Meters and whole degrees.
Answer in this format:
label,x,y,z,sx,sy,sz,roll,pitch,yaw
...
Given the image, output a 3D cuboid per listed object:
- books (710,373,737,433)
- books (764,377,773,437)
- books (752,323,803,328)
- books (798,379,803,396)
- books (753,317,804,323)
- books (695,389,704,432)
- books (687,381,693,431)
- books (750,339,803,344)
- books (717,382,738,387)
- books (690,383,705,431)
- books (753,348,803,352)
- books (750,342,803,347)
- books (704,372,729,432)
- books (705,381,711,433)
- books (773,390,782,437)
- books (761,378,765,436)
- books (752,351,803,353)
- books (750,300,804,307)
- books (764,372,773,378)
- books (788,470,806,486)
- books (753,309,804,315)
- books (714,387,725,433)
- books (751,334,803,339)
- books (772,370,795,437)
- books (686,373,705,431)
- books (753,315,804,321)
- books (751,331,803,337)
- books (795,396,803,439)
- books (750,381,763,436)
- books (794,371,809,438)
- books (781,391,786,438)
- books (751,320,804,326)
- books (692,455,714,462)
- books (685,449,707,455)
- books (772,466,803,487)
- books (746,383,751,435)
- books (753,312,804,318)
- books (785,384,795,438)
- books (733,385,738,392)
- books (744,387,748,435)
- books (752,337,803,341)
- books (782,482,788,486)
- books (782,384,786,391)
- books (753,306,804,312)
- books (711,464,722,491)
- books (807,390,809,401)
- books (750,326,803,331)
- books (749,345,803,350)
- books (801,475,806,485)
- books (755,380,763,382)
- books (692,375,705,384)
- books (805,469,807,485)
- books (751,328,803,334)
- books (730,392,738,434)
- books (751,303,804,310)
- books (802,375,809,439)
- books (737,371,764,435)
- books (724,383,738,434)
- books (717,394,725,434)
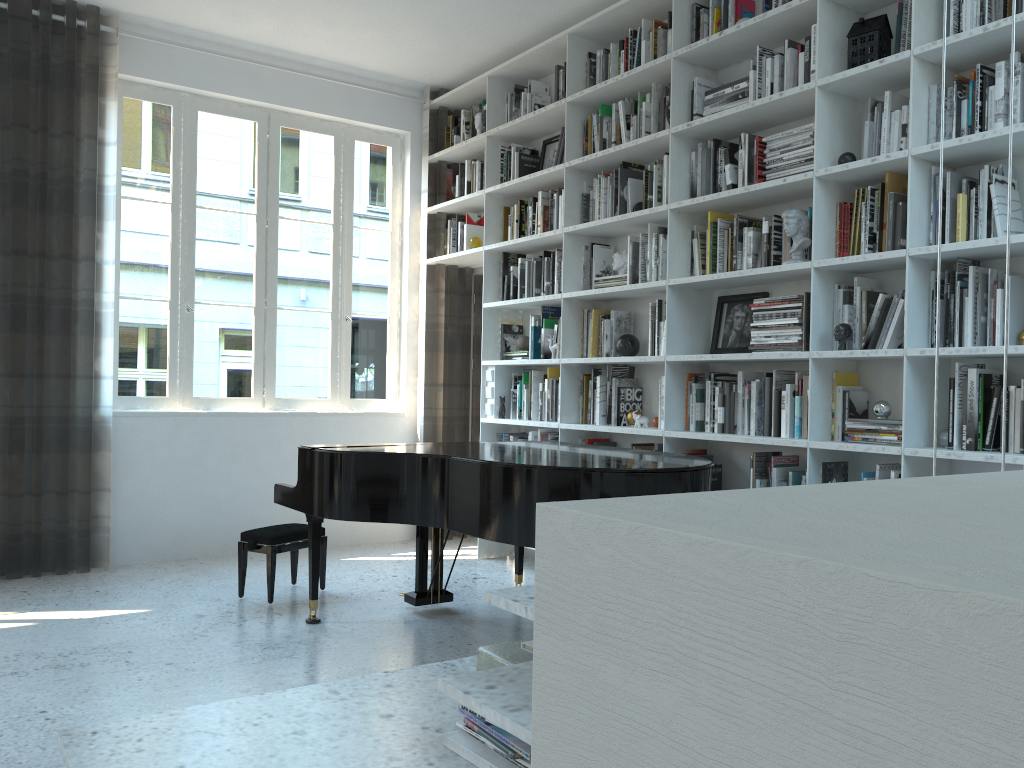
label,x,y,z,sx,sy,sz,roll,pitch,yaw
books,1.016,0.092,4.262,0.166,0.282,0.013,1,0,-34
books,1.198,0.103,3.991,0.161,0.264,0.028,1,0,-34
books,1.229,-0.256,3.968,0.161,0.012,0.254,1,0,-39
books,1.301,0.109,3.876,0.145,0.256,0.014,1,0,-34
books,1.233,-0.280,3.970,0.161,0.012,0.254,1,0,-31
books,0.970,0.129,4.347,0.170,0.208,0.024,1,0,-34
books,0.939,0.111,4.404,0.154,0.244,0.029,1,0,-34
books,1.227,-0.185,3.968,0.159,0.012,0.285,1,0,-29
books,1.041,0.112,4.258,0.141,0.244,0.021,1,0,-34
books,0.946,0.116,4.361,0.167,0.234,0.027,1,0,-34
books,1.232,-0.149,3.973,0.161,0.012,0.254,1,0,-32
books,1.235,-0.173,3.974,0.159,0.012,0.285,1,0,-35
books,0.999,0.088,4.335,0.140,0.290,0.027,1,0,-34
books,1.008,0.111,4.280,0.179,0.245,0.027,1,0,-34
books,1.232,0.132,3.944,0.183,0.207,0.024,1,0,-34
books,1.193,0.105,4.011,0.181,0.261,0.010,1,0,-34
books,1.228,-0.137,3.970,0.161,0.012,0.254,1,0,-38
books,1.230,-0.353,3.967,0.159,0.012,0.285,1,0,-39
books,1.195,0.092,4.040,0.134,0.286,0.014,1,0,-34
books,1.247,0.492,3.831,0.146,0.232,0.024,1,0,-34
books,1.234,-0.317,3.970,0.161,0.012,0.254,1,0,-37
books,1.035,0.125,4.227,0.174,0.217,0.023,1,0,-34
books,1.237,-0.208,3.975,0.159,0.012,0.285,1,0,-34
books,1.225,0.087,3.960,0.177,0.296,0.012,1,0,-34
books,0.930,0.090,4.422,0.159,0.285,0.012,1,0,-34
books,1.233,-0.292,3.970,0.161,0.012,0.254,1,0,-37
books,1.236,-0.220,3.973,0.159,0.012,0.285,1,0,-33
books,1.290,0.145,3.847,0.169,0.183,0.023,1,0,-34
books,1.163,0.112,4.043,0.191,0.245,0.026,1,0,-34
books,1.287,0.090,3.883,0.137,0.294,0.014,1,0,-34
books,1.253,0.134,3.912,0.167,0.204,0.023,1,0,-34
books,1.229,-0.268,3.967,0.159,0.012,0.285,1,0,-29
books,0.906,0.475,4.292,0.169,0.260,0.021,1,0,-34
books,0.897,0.462,4.331,0.137,0.285,0.012,1,0,-34
books,1.202,0.486,3.872,0.180,0.244,0.021,1,0,-34
books,1.143,0.116,4.094,0.159,0.237,0.031,1,0,-34
books,1.232,-0.305,3.969,0.161,0.012,0.254,1,0,-38
books,1.266,0.119,3.893,0.174,0.234,0.023,1,0,-34
books,1.088,0.119,4.172,0.139,0.230,0.013,1,0,-34
books,1.134,0.125,4.120,0.140,0.220,0.025,1,0,-34
books,1.228,-0.197,3.969,0.161,0.012,0.254,1,0,-39
books,1.233,0.517,3.858,0.146,0.183,0.036,1,0,-34
books,1.252,0.119,3.934,0.154,0.235,0.014,1,0,-34
books,1.232,-0.329,3.969,0.161,0.012,0.254,1,0,-38
books,0.938,0.496,4.255,0.174,0.218,0.021,1,0,-34
books,1.330,0.131,3.790,0.169,0.212,0.042,1,0,-34
books,1.228,-0.244,3.968,0.159,0.012,0.285,1,0,-29
books,1.226,-0.161,3.969,0.159,0.012,0.285,1,0,-39
books,1.283,0.499,3.809,0.132,0.220,0.053,1,0,-34
books,1.172,0.108,4.079,0.136,0.254,0.025,1,0,-34
books,0.944,0.095,4.383,0.146,0.275,0.011,1,0,-34
books,1.296,0.485,3.772,0.130,0.249,0.022,1,0,-34
books,1.234,-0.232,3.972,0.159,0.012,0.285,1,0,-32
books,1.087,0.136,4.150,0.165,0.196,0.023,1,0,-34
books,1.236,-0.341,3.971,0.159,0.012,0.285,1,0,-32
books,1.321,0.101,3.825,0.175,0.272,0.026,1,0,-34
books,1.113,0.089,4.136,0.152,0.291,0.026,1,0,-34
books,1.068,0.115,4.183,0.166,0.238,0.029,1,0,-34
books,1.045,0.142,4.203,0.174,0.184,0.029,1,0,-34
